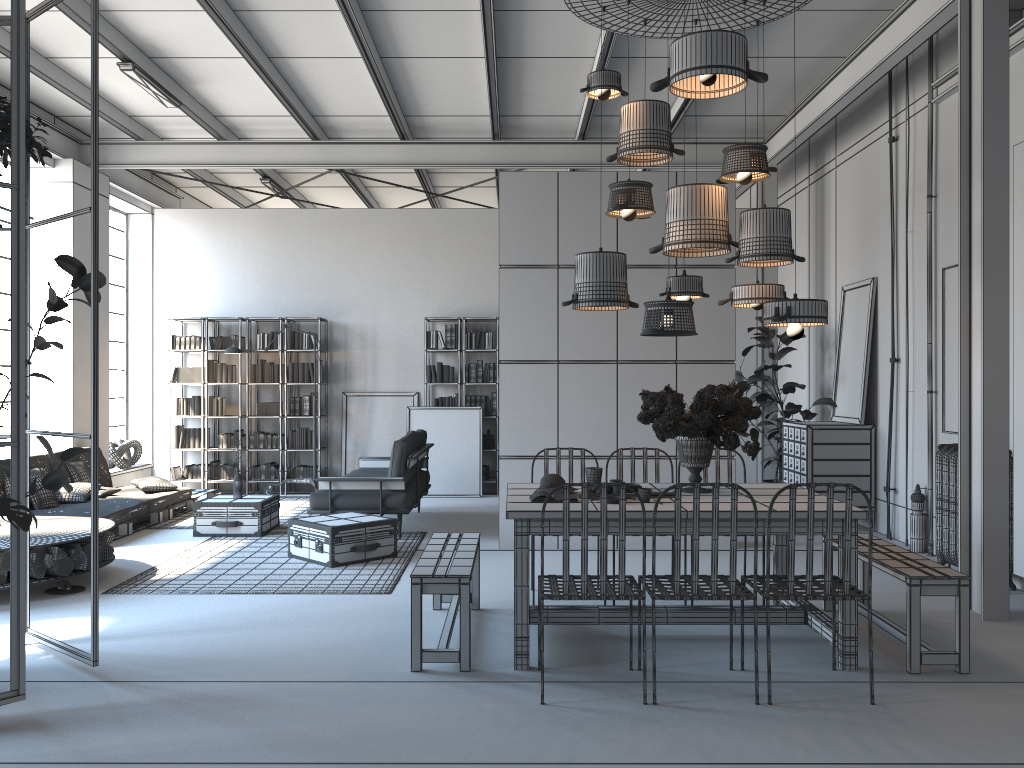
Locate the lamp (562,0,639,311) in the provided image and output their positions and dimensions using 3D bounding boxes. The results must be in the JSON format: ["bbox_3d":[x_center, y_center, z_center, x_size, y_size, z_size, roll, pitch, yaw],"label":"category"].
[{"bbox_3d":[0.629,-1.733,6.286,0.458,2.398,0.405,0,0,26],"label":"lamp"}]

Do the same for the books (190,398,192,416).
[{"bbox_3d":[-5.419,0.392,15.073,0.043,0.312,0.203,0,0,0],"label":"books"}]

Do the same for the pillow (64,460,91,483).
[{"bbox_3d":[-5.812,1.261,11.997,0.247,0.463,0.548,0,0,0],"label":"pillow"}]

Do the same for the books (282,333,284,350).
[{"bbox_3d":[-3.861,-0.712,14.956,0.030,0.301,0.244,0,0,0],"label":"books"}]

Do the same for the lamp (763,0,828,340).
[{"bbox_3d":[1.918,-1.615,6.007,0.419,2.634,0.526,0,0,3],"label":"lamp"}]

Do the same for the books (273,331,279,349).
[{"bbox_3d":[-3.960,-0.723,14.957,0.074,0.315,0.232,0,0,0],"label":"books"}]

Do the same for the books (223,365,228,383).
[{"bbox_3d":[-4.777,-0.163,14.857,0.075,0.318,0.234,0,0,0],"label":"books"}]

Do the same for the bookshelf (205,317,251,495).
[{"bbox_3d":[-4.778,0.374,14.961,0.591,2.959,0.591,0,0,0],"label":"bookshelf"}]

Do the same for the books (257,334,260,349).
[{"bbox_3d":[-4.252,-0.701,14.956,0.055,0.277,0.200,0,0,0],"label":"books"}]

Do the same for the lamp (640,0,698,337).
[{"bbox_3d":[1.046,-1.629,5.944,0.391,2.605,0.467,0,0,-2],"label":"lamp"}]

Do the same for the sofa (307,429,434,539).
[{"bbox_3d":[-1.746,1.219,11.589,1.237,1.233,3.051,0,0,0],"label":"sofa"}]

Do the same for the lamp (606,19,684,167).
[{"bbox_3d":[1.069,-2.366,7.125,0.450,1.131,0.509,0,0,-29],"label":"lamp"}]

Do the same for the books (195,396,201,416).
[{"bbox_3d":[-5.301,0.376,15.047,0.073,0.350,0.253,0,0,0],"label":"books"}]

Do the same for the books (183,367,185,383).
[{"bbox_3d":[-5.469,-0.146,14.877,0.018,0.270,0.204,0,0,0],"label":"books"}]

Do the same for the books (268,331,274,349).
[{"bbox_3d":[-4.045,-0.722,14.932,0.100,0.318,0.231,0,0,-1],"label":"books"}]

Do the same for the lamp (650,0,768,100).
[{"bbox_3d":[1.344,-2.478,6.075,0.657,0.893,0.524,0,0,-22],"label":"lamp"}]

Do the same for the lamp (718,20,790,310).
[{"bbox_3d":[1.980,-1.763,7.150,0.526,2.337,0.419,0,0,-32],"label":"lamp"}]

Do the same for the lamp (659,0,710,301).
[{"bbox_3d":[1.259,-1.741,6.475,0.262,2.381,0.329,0,0,38],"label":"lamp"}]

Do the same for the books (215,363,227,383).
[{"bbox_3d":[-4.883,-0.177,14.861,0.119,0.346,0.254,0,0,0],"label":"books"}]

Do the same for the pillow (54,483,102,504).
[{"bbox_3d":[-5.531,1.377,11.184,0.527,0.247,0.466,0,0,0],"label":"pillow"}]

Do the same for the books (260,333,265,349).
[{"bbox_3d":[-4.201,-0.715,14.970,0.037,0.300,0.225,0,0,0],"label":"books"}]

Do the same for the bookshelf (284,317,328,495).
[{"bbox_3d":[-3.467,0.374,14.961,0.591,2.959,0.591,0,0,0],"label":"bookshelf"}]

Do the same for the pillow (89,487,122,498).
[{"bbox_3d":[-5.462,1.427,11.505,0.588,0.204,0.634,0,0,0],"label":"pillow"}]

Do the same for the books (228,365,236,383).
[{"bbox_3d":[-4.699,-0.163,14.871,0.075,0.318,0.234,0,0,0],"label":"books"}]

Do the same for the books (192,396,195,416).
[{"bbox_3d":[-5.368,0.375,15.056,0.061,0.350,0.237,0,0,0],"label":"books"}]

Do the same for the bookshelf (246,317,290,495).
[{"bbox_3d":[-4.118,0.374,15.006,0.591,2.959,0.591,0,0,0],"label":"bookshelf"}]

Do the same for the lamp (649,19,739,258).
[{"bbox_3d":[1.480,-1.991,7.114,0.540,1.881,0.611,0,0,-29],"label":"lamp"}]

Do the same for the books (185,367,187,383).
[{"bbox_3d":[-5.433,-0.146,14.877,0.018,0.270,0.204,0,0,0],"label":"books"}]

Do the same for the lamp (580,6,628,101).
[{"bbox_3d":[0.715,-2.565,6.879,0.262,0.733,0.329,0,0,38],"label":"lamp"}]

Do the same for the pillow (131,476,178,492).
[{"bbox_3d":[-4.979,1.404,12.370,0.529,0.230,0.488,0,0,-40],"label":"pillow"}]

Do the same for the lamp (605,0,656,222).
[{"bbox_3d":[0.905,-2.083,6.731,0.391,1.697,0.467,0,0,-7],"label":"lamp"}]

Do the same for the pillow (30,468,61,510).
[{"bbox_3d":[-5.714,1.274,10.679,0.327,0.525,0.666,0,0,-3],"label":"pillow"}]

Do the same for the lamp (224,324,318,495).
[{"bbox_3d":[-3.519,0.450,14.257,1.670,2.787,1.553,0,0,13],"label":"lamp"}]

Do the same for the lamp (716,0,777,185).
[{"bbox_3d":[1.775,-2.221,6.738,0.467,1.422,0.391,0,0,18],"label":"lamp"}]

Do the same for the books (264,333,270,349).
[{"bbox_3d":[-4.122,-0.707,14.956,0.051,0.289,0.209,0,0,0],"label":"books"}]

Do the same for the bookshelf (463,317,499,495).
[{"bbox_3d":[-0.515,0.374,14.948,0.591,2.959,0.591,0,0,0],"label":"bookshelf"}]

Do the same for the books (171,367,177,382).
[{"bbox_3d":[-5.652,-0.150,14.877,0.094,0.262,0.203,0,0,-2],"label":"books"}]

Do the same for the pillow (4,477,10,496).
[{"bbox_3d":[-5.784,1.320,10.356,0.242,0.526,0.513,0,0,-11],"label":"pillow"}]

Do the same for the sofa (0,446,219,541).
[{"bbox_3d":[-5.378,1.369,11.896,1.568,0.955,4.151,0,0,0],"label":"sofa"}]

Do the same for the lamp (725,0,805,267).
[{"bbox_3d":[1.924,-1.922,6.743,0.419,2.018,0.473,0,0,-44],"label":"lamp"}]

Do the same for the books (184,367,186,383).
[{"bbox_3d":[-5.451,-0.146,14.877,0.018,0.270,0.204,0,0,0],"label":"books"}]

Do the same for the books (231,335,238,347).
[{"bbox_3d":[-4.645,-0.696,14.935,0.073,0.253,0.350,0,0,0],"label":"books"}]

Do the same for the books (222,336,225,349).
[{"bbox_3d":[-4.814,-0.681,14.953,0.052,0.226,0.312,0,0,0],"label":"books"}]

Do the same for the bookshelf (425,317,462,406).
[{"bbox_3d":[-1.152,0.374,14.973,0.591,2.959,0.591,0,0,0],"label":"bookshelf"}]

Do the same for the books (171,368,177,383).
[{"bbox_3d":[-5.636,-0.145,14.878,0.094,0.262,0.203,0,0,-2],"label":"books"}]

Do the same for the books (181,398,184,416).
[{"bbox_3d":[-5.560,0.393,15.063,0.052,0.312,0.226,0,0,0],"label":"books"}]

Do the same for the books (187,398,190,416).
[{"bbox_3d":[-5.461,0.392,15.074,0.043,0.312,0.203,0,0,0],"label":"books"}]

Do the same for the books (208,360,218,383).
[{"bbox_3d":[-5.007,-0.205,14.835,0.093,0.396,0.291,0,0,0],"label":"books"}]

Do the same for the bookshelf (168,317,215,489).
[{"bbox_3d":[-5.415,0.374,15.008,0.591,2.959,0.591,0,0,0],"label":"bookshelf"}]

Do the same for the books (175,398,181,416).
[{"bbox_3d":[-5.640,0.394,15.061,0.059,0.314,0.227,0,0,12],"label":"books"}]

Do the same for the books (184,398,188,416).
[{"bbox_3d":[-5.509,0.394,15.062,0.052,0.312,0.226,0,0,0],"label":"books"}]
